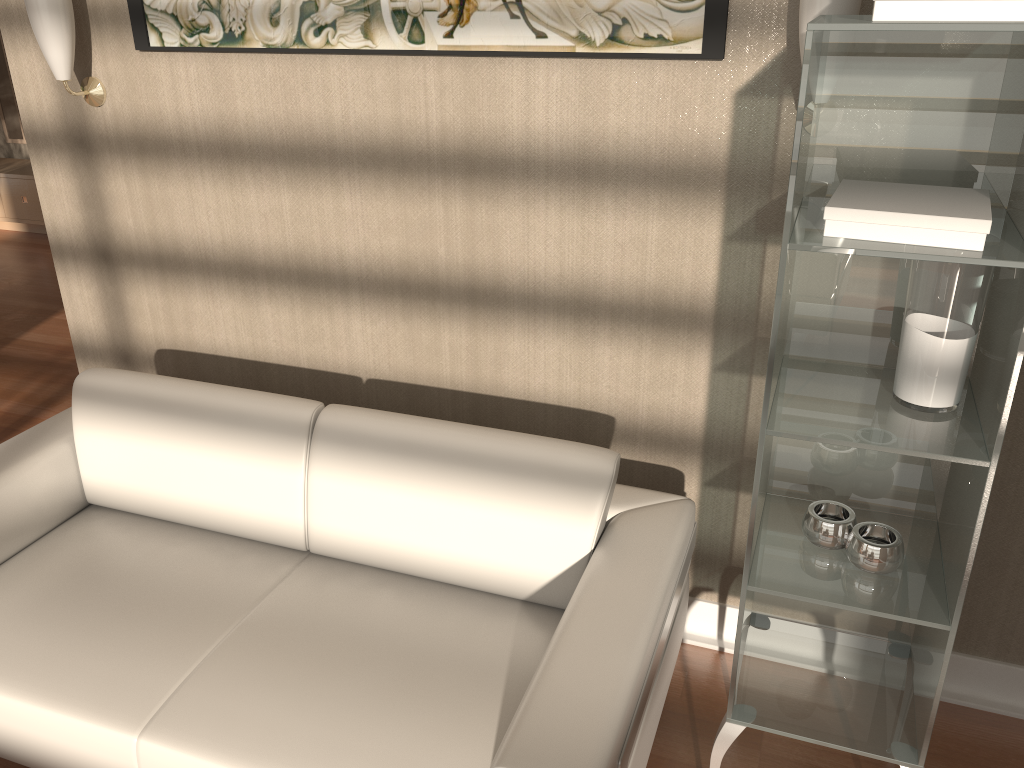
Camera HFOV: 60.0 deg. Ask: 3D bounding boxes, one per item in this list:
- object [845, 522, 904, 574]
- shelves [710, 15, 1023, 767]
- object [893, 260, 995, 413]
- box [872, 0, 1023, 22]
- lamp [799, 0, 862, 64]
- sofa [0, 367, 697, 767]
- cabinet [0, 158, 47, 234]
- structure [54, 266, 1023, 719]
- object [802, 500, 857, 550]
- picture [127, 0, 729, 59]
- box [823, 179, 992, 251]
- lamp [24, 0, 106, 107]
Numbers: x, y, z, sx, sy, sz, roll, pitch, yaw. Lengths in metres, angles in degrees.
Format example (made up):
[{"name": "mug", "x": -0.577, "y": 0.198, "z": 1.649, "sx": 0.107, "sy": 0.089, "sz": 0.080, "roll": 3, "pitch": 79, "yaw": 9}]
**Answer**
[{"name": "object", "x": 0.681, "y": 0.310, "z": 1.666, "sx": 0.103, "sy": 0.066, "sz": 0.103, "roll": 18, "pitch": 30, "yaw": 36}, {"name": "shelves", "x": 0.650, "y": 0.181, "z": 1.658, "sx": 0.400, "sy": 1.600, "sz": 0.403, "roll": 8, "pitch": 26, "yaw": 19}, {"name": "object", "x": 0.736, "y": -0.102, "z": 1.525, "sx": 0.129, "sy": 0.291, "sz": 0.129, "roll": -4, "pitch": 24, "yaw": -7}, {"name": "box", "x": 0.654, "y": -0.563, "z": 1.305, "sx": 0.232, "sy": 0.047, "sz": 0.232, "roll": 8, "pitch": 26, "yaw": 19}, {"name": "lamp", "x": 0.611, "y": -0.654, "z": 1.731, "sx": 0.112, "sy": 0.353, "sz": 0.153, "roll": 8, "pitch": 26, "yaw": 19}, {"name": "sofa", "x": -0.552, "y": 0.497, "z": 2.036, "sx": 1.781, "sy": 0.740, "sz": 0.905, "roll": 8, "pitch": 26, "yaw": 19}, {"name": "cabinet", "x": -3.656, "y": -1.417, "z": 6.728, "sx": 1.911, "sy": 0.458, "sz": 0.500, "roll": 8, "pitch": 26, "yaw": 19}, {"name": "structure", "x": -1.563, "y": -1.036, "z": 3.289, "sx": 8.342, "sy": 2.533, "sz": 10.775, "roll": 8, "pitch": 26, "yaw": 19}, {"name": "object", "x": 0.622, "y": 0.279, "z": 1.738, "sx": 0.103, "sy": 0.066, "sz": 0.103, "roll": 18, "pitch": 30, "yaw": 36}, {"name": "picture", "x": -0.276, "y": -1.005, "z": 2.005, "sx": 1.531, "sy": 0.487, "sz": 0.018, "roll": 8, "pitch": 26, "yaw": 19}, {"name": "box", "x": 0.639, "y": -0.277, "z": 1.434, "sx": 0.232, "sy": 0.047, "sz": 0.232, "roll": 10, "pitch": 26, "yaw": 23}, {"name": "lamp", "x": -1.187, "y": -0.908, "z": 2.343, "sx": 0.112, "sy": 0.353, "sz": 0.153, "roll": 8, "pitch": 26, "yaw": 19}]
